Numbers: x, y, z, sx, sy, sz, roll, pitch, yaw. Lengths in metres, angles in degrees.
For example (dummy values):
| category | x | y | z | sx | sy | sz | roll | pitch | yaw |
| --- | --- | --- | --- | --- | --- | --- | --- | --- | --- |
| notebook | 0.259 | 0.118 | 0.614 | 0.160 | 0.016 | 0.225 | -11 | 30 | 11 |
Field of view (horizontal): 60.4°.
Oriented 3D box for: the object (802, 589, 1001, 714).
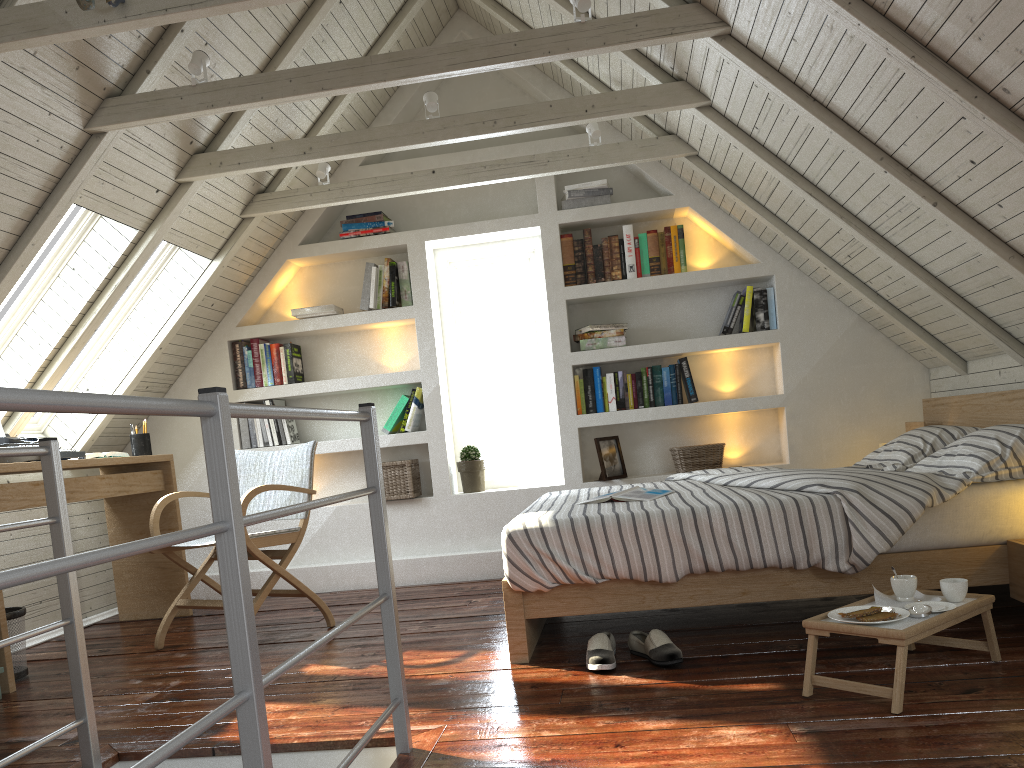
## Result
| category | x | y | z | sx | sy | sz | roll | pitch | yaw |
| --- | --- | --- | --- | --- | --- | --- | --- | --- | --- |
| object | 0.996 | 0.659 | 2.243 | 0.527 | 0.183 | 0.270 | -3 | -2 | -38 |

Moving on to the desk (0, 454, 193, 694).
| category | x | y | z | sx | sy | sz | roll | pitch | yaw |
| --- | --- | --- | --- | --- | --- | --- | --- | --- | --- |
| desk | -1.900 | 0.735 | 3.732 | 0.378 | 0.808 | 1.319 | -5 | -2 | 7 |

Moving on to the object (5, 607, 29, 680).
| category | x | y | z | sx | sy | sz | roll | pitch | yaw |
| --- | --- | --- | --- | --- | --- | --- | --- | --- | --- |
| object | -1.928 | 0.980 | 3.289 | 0.224 | 0.254 | 0.223 | -6 | 1 | 2 |

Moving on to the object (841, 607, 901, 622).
| category | x | y | z | sx | sy | sz | roll | pitch | yaw |
| --- | --- | --- | --- | --- | --- | --- | --- | --- | --- |
| object | 0.884 | 0.564 | 2.160 | 0.109 | 0.029 | 0.119 | -4 | -4 | -28 |

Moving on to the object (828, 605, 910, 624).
| category | x | y | z | sx | sy | sz | roll | pitch | yaw |
| --- | --- | --- | --- | --- | --- | --- | --- | --- | --- |
| object | 0.880 | 0.575 | 2.173 | 0.190 | 0.016 | 0.188 | -7 | -4 | 18 |

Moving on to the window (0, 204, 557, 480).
| category | x | y | z | sx | sy | sz | roll | pitch | yaw |
| --- | --- | --- | --- | --- | --- | --- | --- | --- | --- |
| window | -1.161 | -0.115 | 3.978 | 3.084 | 1.382 | 1.403 | -5 | 0 | -15 |

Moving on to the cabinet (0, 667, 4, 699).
| category | x | y | z | sx | sy | sz | roll | pitch | yaw |
| --- | --- | --- | --- | --- | --- | --- | --- | --- | --- |
| cabinet | -2.001 | 0.697 | 2.628 | 0.416 | 0.771 | 0.800 | -5 | 0 | 7 |

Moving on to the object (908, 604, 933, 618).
| category | x | y | z | sx | sy | sz | roll | pitch | yaw |
| --- | --- | --- | --- | --- | --- | --- | --- | --- | --- |
| object | 1.003 | 0.555 | 2.163 | 0.055 | 0.028 | 0.056 | -4 | -3 | -42 |

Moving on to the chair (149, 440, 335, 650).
| category | x | y | z | sx | sy | sz | roll | pitch | yaw |
| --- | --- | --- | --- | --- | --- | --- | --- | --- | --- |
| chair | -1.135 | 0.662 | 3.654 | 0.553 | 0.796 | 0.555 | -5 | 2 | 32 |

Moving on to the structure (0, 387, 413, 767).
| category | x | y | z | sx | sy | sz | roll | pitch | yaw |
| --- | --- | --- | --- | --- | --- | --- | --- | --- | --- |
| structure | -0.785 | 0.546 | 1.327 | 0.838 | 0.999 | 1.633 | -6 | -2 | 7 |

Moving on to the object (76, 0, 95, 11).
| category | x | y | z | sx | sy | sz | roll | pitch | yaw |
| --- | --- | --- | --- | --- | --- | --- | --- | --- | --- |
| object | -1.029 | -0.922 | 1.970 | 0.059 | 0.067 | 0.283 | -6 | -3 | 6 |

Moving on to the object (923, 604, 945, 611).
| category | x | y | z | sx | sy | sz | roll | pitch | yaw |
| --- | --- | --- | --- | --- | --- | --- | --- | --- | --- |
| object | 1.055 | 0.564 | 2.219 | 0.060 | 0.005 | 0.060 | -4 | -4 | -27 |

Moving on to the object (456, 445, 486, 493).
| category | x | y | z | sx | sy | sz | roll | pitch | yaw |
| --- | --- | --- | --- | --- | --- | --- | --- | --- | --- |
| object | -0.215 | 0.443 | 4.700 | 0.159 | 0.272 | 0.159 | -6 | 2 | 0 |

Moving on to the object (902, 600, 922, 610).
| category | x | y | z | sx | sy | sz | roll | pitch | yaw |
| --- | --- | --- | --- | --- | --- | --- | --- | --- | --- |
| object | 1.025 | 0.573 | 2.269 | 0.152 | 0.002 | 0.016 | -2 | -5 | -44 |

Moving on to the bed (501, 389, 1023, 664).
| category | x | y | z | sx | sy | sz | roll | pitch | yaw |
| --- | --- | --- | --- | --- | --- | --- | --- | --- | --- |
| bed | 0.963 | 0.472 | 3.330 | 1.881 | 0.708 | 1.866 | -6 | -3 | 7 |

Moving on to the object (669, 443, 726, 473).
| category | x | y | z | sx | sy | sz | roll | pitch | yaw |
| --- | --- | --- | --- | --- | --- | --- | --- | --- | --- |
| object | 0.958 | 0.382 | 4.528 | 0.282 | 0.135 | 0.177 | -6 | -1 | -1 |

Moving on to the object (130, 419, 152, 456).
| category | x | y | z | sx | sy | sz | roll | pitch | yaw |
| --- | --- | --- | --- | --- | --- | --- | --- | --- | --- |
| object | -1.796 | 0.263 | 4.249 | 0.088 | 0.187 | 0.088 | -7 | 3 | -29 |

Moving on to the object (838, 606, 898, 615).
| category | x | y | z | sx | sy | sz | roll | pitch | yaw |
| --- | --- | --- | --- | --- | --- | --- | --- | --- | --- |
| object | 0.900 | 0.575 | 2.218 | 0.141 | 0.015 | 0.077 | -8 | -4 | 28 |

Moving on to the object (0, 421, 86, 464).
| category | x | y | z | sx | sy | sz | roll | pitch | yaw |
| --- | --- | --- | --- | --- | --- | --- | --- | --- | --- |
| object | -1.968 | 0.203 | 3.545 | 0.354 | 0.239 | 0.387 | -6 | -2 | 2 |

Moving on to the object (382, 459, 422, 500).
| category | x | y | z | sx | sy | sz | roll | pitch | yaw |
| --- | --- | --- | --- | --- | --- | --- | --- | --- | --- |
| object | -0.615 | 0.515 | 4.726 | 0.205 | 0.202 | 0.204 | -6 | 0 | 7 |

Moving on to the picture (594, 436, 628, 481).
| category | x | y | z | sx | sy | sz | roll | pitch | yaw |
| --- | --- | --- | --- | --- | --- | --- | --- | --- | --- |
| picture | 0.482 | 0.384 | 4.528 | 0.172 | 0.224 | 0.127 | -7 | 2 | -43 |

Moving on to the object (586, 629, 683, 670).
| category | x | y | z | sx | sy | sz | roll | pitch | yaw |
| --- | --- | --- | --- | --- | --- | --- | --- | --- | --- |
| object | 0.367 | 0.799 | 2.689 | 0.285 | 0.091 | 0.274 | -6 | -3 | 5 |

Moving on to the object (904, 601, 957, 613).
| category | x | y | z | sx | sy | sz | roll | pitch | yaw |
| --- | --- | --- | --- | --- | --- | --- | --- | --- | --- |
| object | 1.052 | 0.563 | 2.211 | 0.119 | 0.010 | 0.120 | -5 | -4 | -15 |

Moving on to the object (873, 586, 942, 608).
| category | x | y | z | sx | sy | sz | roll | pitch | yaw |
| --- | --- | --- | --- | --- | --- | --- | --- | --- | --- |
| object | 1.026 | 0.556 | 2.331 | 0.154 | 0.047 | 0.158 | -6 | -3 | -2 |

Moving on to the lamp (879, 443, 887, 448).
| category | x | y | z | sx | sy | sz | roll | pitch | yaw |
| --- | --- | --- | --- | --- | --- | --- | --- | --- | --- |
| lamp | 1.745 | 0.395 | 4.029 | 0.090 | 0.254 | 0.089 | -5 | 3 | 15 |

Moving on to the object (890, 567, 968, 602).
| category | x | y | z | sx | sy | sz | roll | pitch | yaw |
| --- | --- | --- | --- | --- | --- | --- | --- | --- | --- |
| object | 1.099 | 0.523 | 2.318 | 0.185 | 0.100 | 0.081 | -7 | 0 | 31 |
